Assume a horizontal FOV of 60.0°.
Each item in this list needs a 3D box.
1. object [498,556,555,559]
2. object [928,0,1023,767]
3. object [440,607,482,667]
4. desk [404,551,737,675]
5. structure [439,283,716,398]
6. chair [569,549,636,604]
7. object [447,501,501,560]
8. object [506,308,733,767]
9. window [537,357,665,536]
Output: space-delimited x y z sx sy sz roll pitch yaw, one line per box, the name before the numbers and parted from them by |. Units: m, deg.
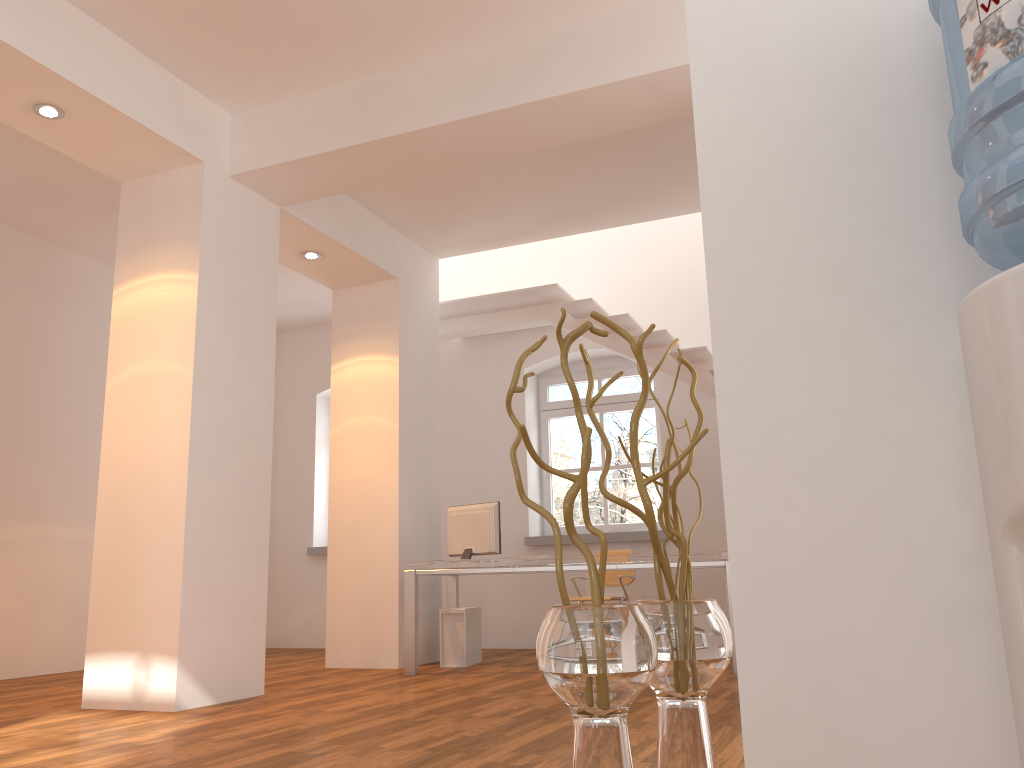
object | 0.104 1.332 6.758 0.467 0.031 0.200 -9 -15 31
object | 0.734 0.028 0.967 0.436 1.490 0.436 -3 -13 7
object | -0.383 1.917 6.730 0.200 0.422 0.474 -4 -13 12
desk | 0.475 1.629 6.342 2.239 0.750 1.092 -4 -13 12
structure | 1.013 0.422 6.228 4.630 3.042 3.450 -7 -14 22
chair | 0.755 1.776 7.244 0.495 0.829 0.464 -11 -16 36
object | -0.326 1.093 6.526 0.245 0.418 0.516 8 -16 -37
object | 0.275 0.396 1.683 0.284 1.112 0.655 -13 -17 42
window | 0.872 0.592 8.552 1.308 1.737 0.142 -7 -14 22
